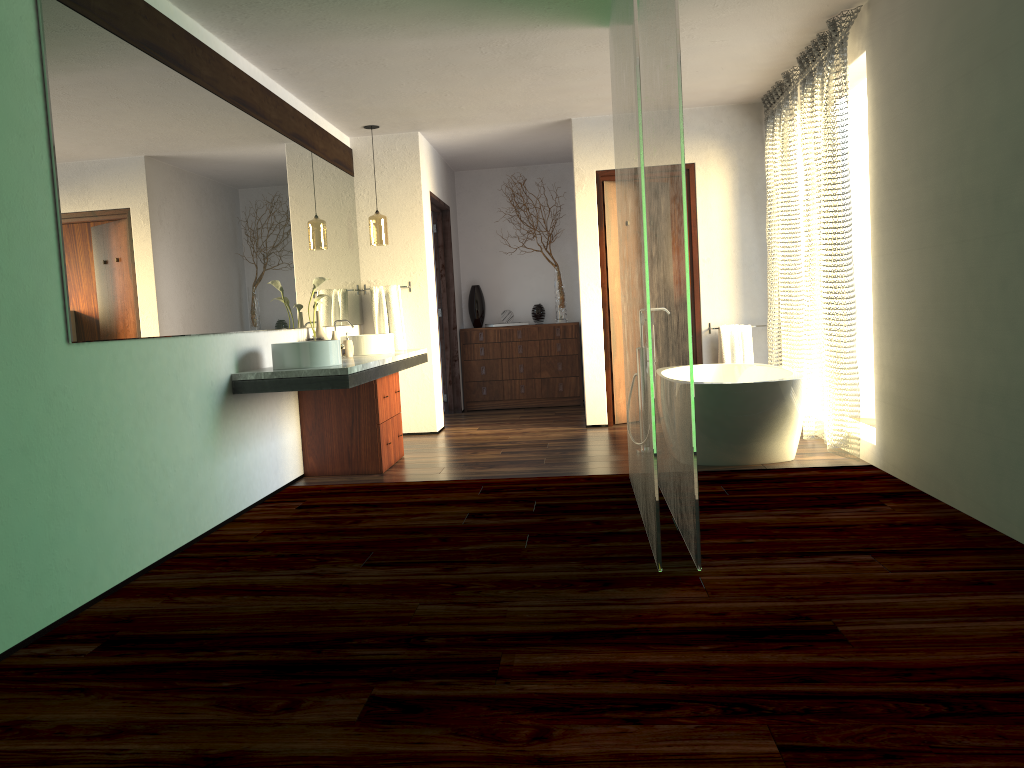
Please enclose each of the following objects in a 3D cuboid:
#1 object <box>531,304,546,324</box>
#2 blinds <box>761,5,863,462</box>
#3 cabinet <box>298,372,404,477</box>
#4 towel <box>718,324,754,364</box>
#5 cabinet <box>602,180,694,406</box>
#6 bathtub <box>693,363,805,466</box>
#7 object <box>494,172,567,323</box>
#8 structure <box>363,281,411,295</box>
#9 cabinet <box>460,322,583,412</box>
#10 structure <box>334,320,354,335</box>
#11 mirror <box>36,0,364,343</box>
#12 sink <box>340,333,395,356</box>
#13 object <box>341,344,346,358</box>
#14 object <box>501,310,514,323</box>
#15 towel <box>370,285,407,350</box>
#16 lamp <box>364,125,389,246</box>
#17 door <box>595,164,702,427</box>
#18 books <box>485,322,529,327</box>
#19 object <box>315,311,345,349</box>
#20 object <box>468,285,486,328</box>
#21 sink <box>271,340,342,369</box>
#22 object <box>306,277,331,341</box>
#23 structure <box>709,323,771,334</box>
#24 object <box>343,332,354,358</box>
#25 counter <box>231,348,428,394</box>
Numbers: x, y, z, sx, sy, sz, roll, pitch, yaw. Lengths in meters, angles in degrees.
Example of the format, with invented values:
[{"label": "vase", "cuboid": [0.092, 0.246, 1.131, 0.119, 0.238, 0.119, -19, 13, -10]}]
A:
[{"label": "object", "cuboid": [0.258, -0.683, 8.633, 0.135, 0.200, 0.142, -7, 6, -40]}, {"label": "blinds", "cuboid": [1.829, -0.822, 5.535, 0.182, 2.336, 2.115, -3, 4, 5]}, {"label": "cabinet", "cuboid": [-0.999, 0.225, 5.647, 0.515, 0.599, 0.655, -3, 4, 6]}, {"label": "towel", "cuboid": [1.670, -0.125, 6.598, 0.258, 0.637, 0.155, -4, 4, -11]}, {"label": "cabinet", "cuboid": [1.524, -1.006, 8.151, 1.492, 2.363, 0.356, -3, 4, 7]}, {"label": "bathtub", "cuboid": [1.304, 0.168, 5.408, 0.769, 0.485, 1.612, -3, 4, 5]}, {"label": "object", "cuboid": [0.169, -1.295, 8.485, 0.713, 1.449, 0.846, -7, 6, -41]}, {"label": "structure", "cuboid": [-0.979, -0.748, 6.905, 0.371, 0.088, 0.102, -3, 4, 7]}, {"label": "cabinet", "cuboid": [0.102, -0.172, 8.653, 1.146, 0.800, 0.400, -3, 4, 7]}, {"label": "structure", "cuboid": [-1.144, -0.311, 5.957, 0.166, 0.242, 0.065, -2, 4, 10]}, {"label": "mirror", "cuboid": [-1.362, -0.876, 4.939, 0.017, 1.152, 4.058, -3, 4, 4]}, {"label": "sink", "cuboid": [-0.975, -0.267, 5.968, 0.352, 0.130, 0.362, -5, 5, -17]}, {"label": "object", "cuboid": [-1.051, -0.204, 5.465, 0.039, 0.090, 0.056, -2, 5, 15]}, {"label": "object", "cuboid": [-0.044, -0.661, 8.674, 0.131, 0.131, 0.130, -3, 4, 2]}, {"label": "towel", "cuboid": [-0.957, -0.446, 6.865, 0.262, 0.636, 0.158, -1, 5, 24]}, {"label": "lamp", "cuboid": [-1.016, -1.470, 6.590, 0.135, 0.867, 0.142, -7, 6, -41]}, {"label": "door", "cuboid": [1.065, -0.674, 6.943, 0.734, 1.947, 0.462, -3, 4, 6]}, {"label": "books", "cuboid": [0.009, -0.586, 8.680, 0.490, 0.034, 0.250, -5, 5, -18]}, {"label": "object", "cuboid": [-1.163, -0.309, 5.560, 0.245, 0.305, 0.117, 0, 5, 33]}, {"label": "object", "cuboid": [-0.346, -0.761, 8.702, 0.173, 0.417, 0.168, -2, 5, 19]}, {"label": "sink", "cuboid": [-1.074, -0.156, 4.632, 0.360, 0.130, 0.354, -3, 4, 8]}, {"label": "object", "cuboid": [-1.206, -0.401, 5.479, 0.186, 0.504, 0.246, -4, 5, -16]}, {"label": "structure", "cuboid": [1.708, -0.426, 6.598, 0.455, 0.088, 0.102, -3, 4, 7]}, {"label": "object", "cuboid": [-1.041, -0.248, 5.609, 0.070, 0.158, 0.071, -4, 4, -11]}, {"label": "counter", "cuboid": [-0.996, -0.106, 5.419, 0.590, 0.101, 2.247, -3, 4, 5]}]
